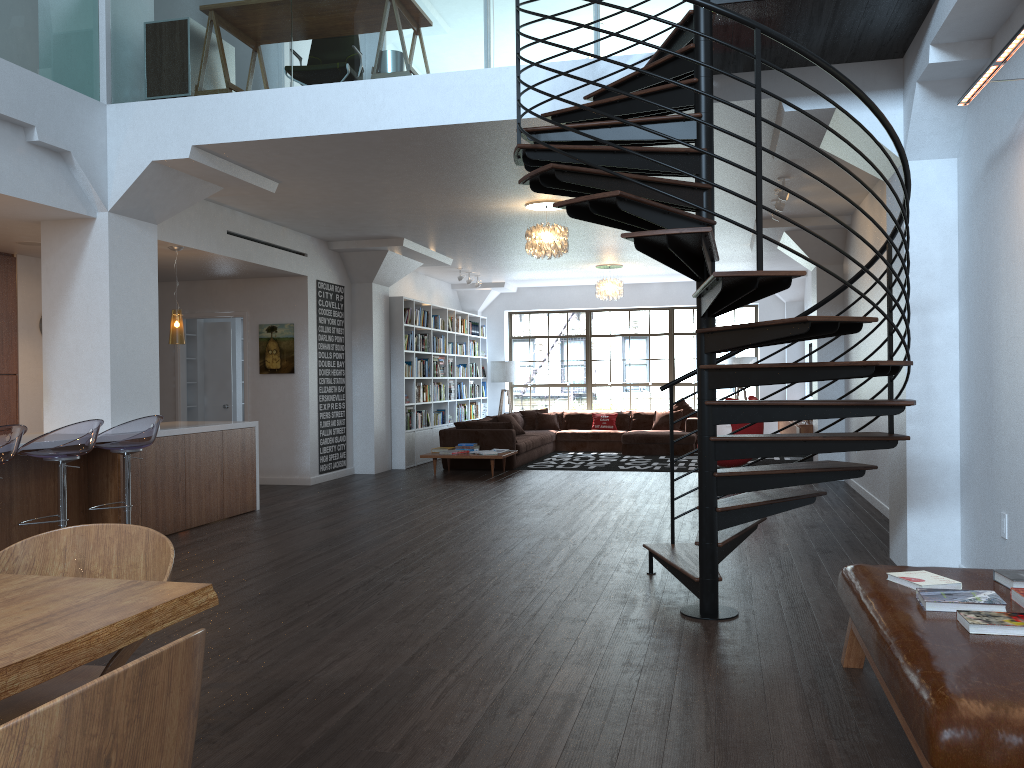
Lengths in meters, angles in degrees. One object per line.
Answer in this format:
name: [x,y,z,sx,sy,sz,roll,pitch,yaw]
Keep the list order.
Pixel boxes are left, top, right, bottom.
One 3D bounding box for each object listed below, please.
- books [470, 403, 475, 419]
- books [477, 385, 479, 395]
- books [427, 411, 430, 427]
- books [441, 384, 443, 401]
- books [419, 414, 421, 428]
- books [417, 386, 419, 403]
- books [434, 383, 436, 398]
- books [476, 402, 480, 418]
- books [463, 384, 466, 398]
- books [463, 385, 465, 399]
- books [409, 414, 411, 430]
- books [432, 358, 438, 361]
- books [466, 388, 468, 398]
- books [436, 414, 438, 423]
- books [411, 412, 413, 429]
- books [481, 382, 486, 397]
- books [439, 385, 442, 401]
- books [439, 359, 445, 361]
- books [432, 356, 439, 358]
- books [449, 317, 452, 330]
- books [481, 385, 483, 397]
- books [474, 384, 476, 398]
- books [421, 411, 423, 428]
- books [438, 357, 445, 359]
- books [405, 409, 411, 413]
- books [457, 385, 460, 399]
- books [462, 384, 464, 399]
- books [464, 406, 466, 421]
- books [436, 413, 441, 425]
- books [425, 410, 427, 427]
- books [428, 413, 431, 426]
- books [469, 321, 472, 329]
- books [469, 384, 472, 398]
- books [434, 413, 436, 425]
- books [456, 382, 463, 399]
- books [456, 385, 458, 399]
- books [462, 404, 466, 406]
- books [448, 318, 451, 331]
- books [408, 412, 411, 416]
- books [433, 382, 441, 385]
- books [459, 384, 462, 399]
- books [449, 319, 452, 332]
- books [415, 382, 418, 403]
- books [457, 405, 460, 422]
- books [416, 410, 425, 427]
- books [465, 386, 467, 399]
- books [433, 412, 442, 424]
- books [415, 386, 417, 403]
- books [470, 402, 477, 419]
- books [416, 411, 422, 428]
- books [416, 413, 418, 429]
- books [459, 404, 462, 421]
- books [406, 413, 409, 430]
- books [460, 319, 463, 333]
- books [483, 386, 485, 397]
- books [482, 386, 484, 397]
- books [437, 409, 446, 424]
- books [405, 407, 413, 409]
books: [-0.770,0.487,15.974,0.198,0.284,0.066,-1,0,13]
books: [-0.694,0.136,16.248,0.168,0.228,0.139,-1,0,13]
books: [-1.353,0.532,13.463,0.174,0.236,0.142,-1,0,13]
books: [-1.195,0.136,14.134,0.180,0.259,0.060,-1,0,13]
books: [-1.431,0.549,13.106,0.161,0.223,0.030,-1,0,13]
books: [-1.455,0.153,13.072,0.159,0.241,0.038,-1,0,13]
books: [-1.268,0.123,13.822,0.176,0.290,0.053,-1,0,13]
books: [-0.685,0.481,16.294,0.176,0.290,0.053,-1,0,13]
books: [-0.895,0.131,15.395,0.170,0.251,0.118,-1,0,13]
books: [-0.904,0.135,15.343,0.174,0.242,0.105,-1,0,13]
books: [-1.529,0.544,12.675,0.161,0.223,0.032,-1,0,13]
books: [-1.271,-0.380,13.844,0.174,0.045,0.240,-1,0,13]
books: [-0.865,0.147,15.500,0.161,0.218,0.101,-1,0,13]
books: [-1.222,0.562,13.958,0.120,0.167,0.020,-1,0,13]
books: [-1.515,0.528,12.794,0.180,0.251,0.048,-1,0,13]
books: [-0.576,0.101,16.716,0.176,0.290,0.053,-1,0,13]
books: [-1.207,0.139,14.052,0.183,0.253,0.034,-1,0,13]
books: [-1.189,-0.384,14.248,0.144,0.024,0.208,-1,0,18]
books: [-1.269,-0.417,13.821,0.223,0.027,0.161,-1,0,23]
books: [-1.080,-0.985,14.693,0.160,0.251,0.031,-1,0,13]
books: [-0.629,0.130,16.470,0.172,0.235,0.112,-1,0,13]
books: [-0.746,0.124,16.030,0.183,0.253,0.042,-1,0,13]
books: [-1.412,0.528,13.214,0.171,0.246,0.039,-1,0,13]
books: [-1.184,-0.417,14.243,0.129,0.043,0.185,-1,0,28]
books: [-1.547,0.381,12.652,0.174,0.045,0.240,-1,0,3]
books: [-0.980,0.137,15.010,0.174,0.243,0.085,-1,0,13]
books: [-0.930,0.111,15.259,0.176,0.293,0.125,-1,0,13]
books: [-0.885,0.507,15.389,0.183,0.253,0.034,-1,0,13]
books: [-1.195,0.555,14.083,0.128,0.178,0.021,-1,0,13]
books: [-1.373,0.523,13.375,0.183,0.253,0.042,-1,0,13]
books: [-1.332,0.546,13.517,0.161,0.207,0.135,-1,0,13]
books: [-0.811,-0.997,15.868,0.183,0.253,0.042,-1,0,13]
books: [-0.808,0.126,15.743,0.174,0.251,0.051,-1,0,13]
books: [-1.258,0.554,13.863,0.134,0.184,0.030,-1,0,13]
books: [-0.949,0.113,15.199,0.197,0.290,0.136,-1,0,13]
books: [-1.005,0.132,14.911,0.182,0.255,0.077,-1,0,13]
books: [-0.886,0.489,15.425,0.176,0.290,0.036,-1,0,13]
books: [-1.108,-0.976,14.560,0.174,0.236,0.136,-1,0,13]
books: [-1.535,0.529,12.714,0.183,0.253,0.042,-1,0,13]
books: [-1.208,0.121,14.087,0.176,0.290,0.036,-1,0,13]
books: [-0.956,0.133,15.094,0.182,0.253,0.098,-1,0,13]
books: [-1.087,-0.962,14.612,0.161,0.207,0.130,-1,0,13]
books: [-1.455,0.125,12.980,0.140,0.298,0.044,-1,0,13]
books: [-0.980,0.495,15.053,0.198,0.284,0.066,-1,0,13]
books: [-1.399,0.521,13.292,0.180,0.259,0.042,-1,0,13]
books: [-0.871,0.145,15.466,0.161,0.222,0.084,-1,0,13]
books: [-1.191,0.548,14.112,0.139,0.191,0.036,-1,0,13]
books: [-1.483,0.151,12.935,0.189,0.247,0.057,-1,0,13]
books: [-0.715,0.479,16.076,0.140,0.298,0.044,-1,0,13]
books: [-1.433,0.524,13.144,0.183,0.253,0.042,-1,0,13]
books: [-1.459,0.541,12.990,0.161,0.223,0.032,-1,0,13]
books: [-0.946,0.491,15.159,0.176,0.290,0.053,-1,0,13]
books: [-1.551,0.536,12.602,0.174,0.240,0.054,-1,0,13]
books: [-0.934,-0.988,15.282,0.171,0.246,0.057,-1,0,13]
books: [-0.601,0.142,16.618,0.161,0.213,0.146,-1,0,13]
books: [-0.607,0.141,16.567,0.161,0.213,0.118,-1,0,13]
books: [-1.144,0.526,14.334,0.140,0.231,0.042,-1,0,13]
books: [-1.545,0.344,12.629,0.223,0.027,0.161,-1,0,23]
